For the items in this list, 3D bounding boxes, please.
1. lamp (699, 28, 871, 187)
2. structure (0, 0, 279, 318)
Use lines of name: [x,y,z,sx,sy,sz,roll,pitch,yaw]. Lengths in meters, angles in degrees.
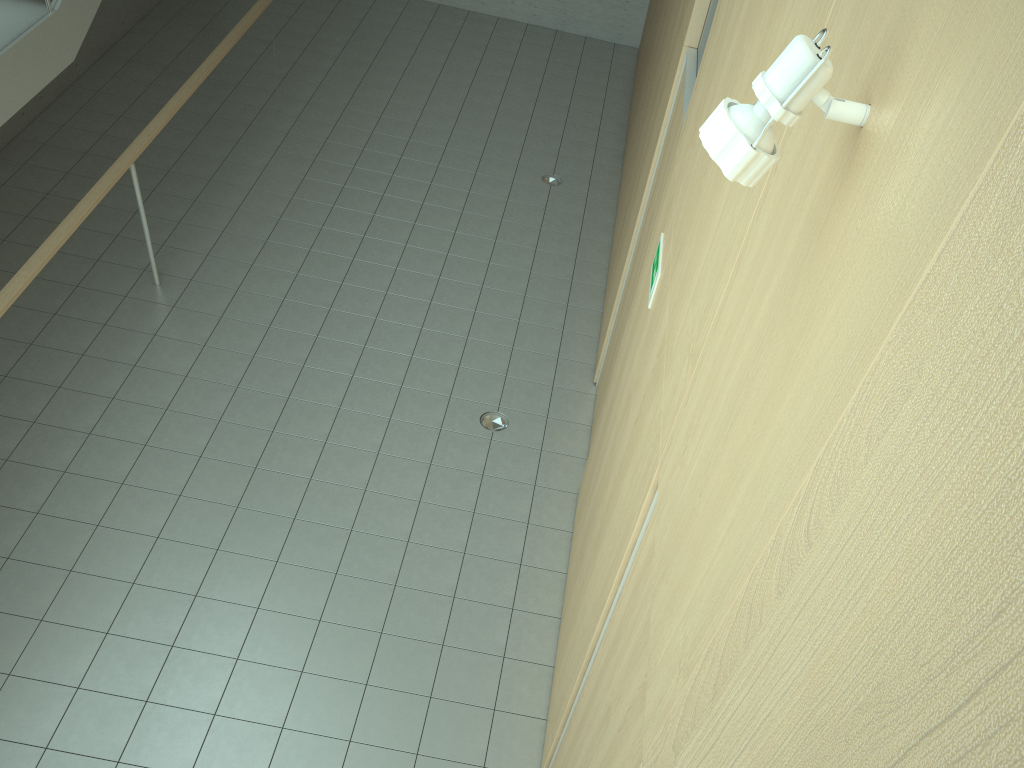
lamp: [0.395,-0.398,1.225,0.231,0.226,0.122,-2,46,-13]
structure: [-3.101,-2.114,4.014,1.887,4.932,10.837,12,47,1]
